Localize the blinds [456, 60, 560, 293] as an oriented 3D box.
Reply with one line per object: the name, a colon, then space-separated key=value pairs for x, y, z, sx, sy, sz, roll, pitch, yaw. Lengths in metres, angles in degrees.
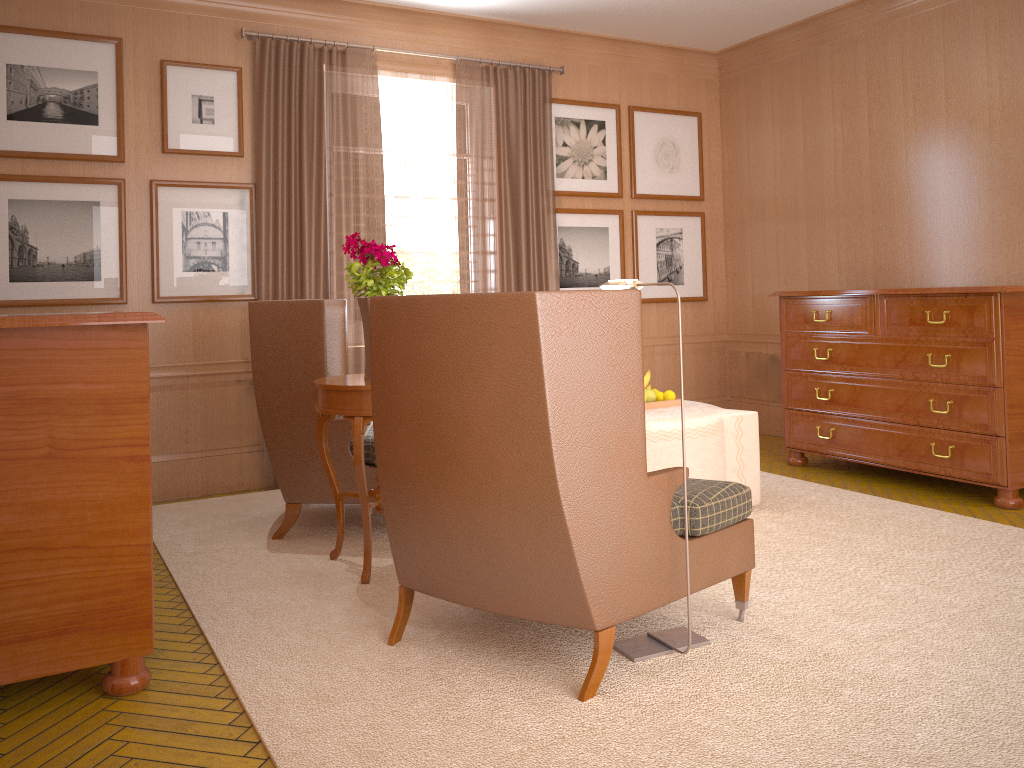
blinds: x=-0.029 y=-1.504 z=10.733 sx=1.449 sy=4.802 sz=0.266 roll=-1 pitch=-1 yaw=-30

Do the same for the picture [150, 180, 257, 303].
picture: x=-3.174 y=-1.474 z=9.124 sx=1.051 sy=1.252 sz=0.047 roll=-2 pitch=-1 yaw=-29

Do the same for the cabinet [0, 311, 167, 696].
cabinet: x=-3.049 y=0.550 z=5.407 sx=1.418 sy=1.945 sz=2.769 roll=-2 pitch=3 yaw=-29

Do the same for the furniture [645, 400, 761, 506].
furniture: x=1.012 y=0.661 z=8.142 sx=1.954 sy=0.901 sz=1.952 roll=-4 pitch=5 yaw=-32

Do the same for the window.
window: x=-1.309 y=-2.125 z=10.655 sx=2.437 sy=3.387 sz=0.844 roll=-2 pitch=0 yaw=-29

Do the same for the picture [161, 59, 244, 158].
picture: x=-3.212 y=-2.854 z=9.154 sx=0.806 sy=0.960 sz=0.047 roll=-2 pitch=-1 yaw=-29

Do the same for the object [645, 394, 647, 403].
object: x=1.143 y=0.138 z=7.985 sx=0.156 sy=0.135 sz=0.159 roll=-3 pitch=3 yaw=-25

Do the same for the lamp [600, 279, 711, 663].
lamp: x=0.730 y=0.426 z=4.935 sx=0.628 sy=2.036 sz=0.564 roll=-2 pitch=-1 yaw=32

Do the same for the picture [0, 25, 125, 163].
picture: x=-4.423 y=-2.784 z=8.487 sx=1.252 sy=1.252 sz=0.047 roll=-3 pitch=-1 yaw=-29

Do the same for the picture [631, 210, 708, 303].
picture: x=2.175 y=-1.744 z=12.073 sx=1.252 sy=1.252 sz=0.047 roll=-3 pitch=-1 yaw=-29

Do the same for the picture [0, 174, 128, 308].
picture: x=-4.383 y=-1.374 z=8.455 sx=1.252 sy=1.252 sz=0.047 roll=-3 pitch=-1 yaw=-29

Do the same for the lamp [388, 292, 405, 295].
lamp: x=-1.226 y=0.096 z=8.810 sx=0.628 sy=2.031 sz=0.563 roll=-2 pitch=-1 yaw=23

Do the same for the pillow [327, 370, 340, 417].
pillow: x=-1.878 y=0.064 z=7.956 sx=0.538 sy=0.707 sz=1.077 roll=-2 pitch=4 yaw=-4

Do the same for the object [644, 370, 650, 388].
object: x=1.231 y=-0.031 z=8.357 sx=0.070 sy=0.169 sz=0.405 roll=-2 pitch=4 yaw=38

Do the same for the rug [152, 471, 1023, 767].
rug: x=0.882 y=1.289 z=6.519 sx=6.008 sy=0.020 sz=7.968 roll=-5 pitch=6 yaw=-29

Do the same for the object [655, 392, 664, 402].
object: x=1.381 y=0.126 z=8.224 sx=0.111 sy=0.111 sz=0.134 roll=-3 pitch=3 yaw=-26

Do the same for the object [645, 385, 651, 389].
object: x=1.242 y=0.048 z=8.345 sx=0.072 sy=0.173 sz=0.398 roll=-2 pitch=4 yaw=37

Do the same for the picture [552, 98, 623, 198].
picture: x=0.905 y=-3.052 z=11.425 sx=1.252 sy=1.252 sz=0.047 roll=-3 pitch=-1 yaw=-29

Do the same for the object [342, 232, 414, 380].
object: x=-0.984 y=-0.586 z=6.526 sx=0.525 sy=1.092 sz=0.455 roll=-2 pitch=0 yaw=-30

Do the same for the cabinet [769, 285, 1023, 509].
cabinet: x=4.198 y=-0.014 z=9.031 sx=1.418 sy=1.945 sz=2.769 roll=-2 pitch=3 yaw=-29

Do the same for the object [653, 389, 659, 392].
object: x=1.352 y=0.111 z=8.377 sx=0.114 sy=0.134 sz=0.108 roll=-1 pitch=2 yaw=18

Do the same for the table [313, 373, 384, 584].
table: x=-0.975 y=0.647 z=6.512 sx=0.926 sy=1.375 sz=1.038 roll=-2 pitch=1 yaw=-21

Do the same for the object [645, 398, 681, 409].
object: x=1.069 y=0.174 z=8.194 sx=0.802 sy=0.060 sz=0.640 roll=-5 pitch=6 yaw=-29

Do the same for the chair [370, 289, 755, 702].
chair: x=0.158 y=0.452 z=5.122 sx=1.907 sy=1.978 sz=1.725 roll=0 pitch=2 yaw=36

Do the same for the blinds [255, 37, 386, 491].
blinds: x=-2.062 y=-1.330 z=9.607 sx=1.430 sy=4.812 sz=0.265 roll=-1 pitch=-1 yaw=-28

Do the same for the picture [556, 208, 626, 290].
picture: x=0.945 y=-1.642 z=11.393 sx=1.252 sy=1.252 sz=0.047 roll=-3 pitch=-1 yaw=-29

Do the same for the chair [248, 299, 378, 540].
chair: x=-1.437 y=0.211 z=7.979 sx=1.720 sy=1.977 sz=1.914 roll=-2 pitch=2 yaw=-4

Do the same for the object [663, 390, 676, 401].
object: x=1.460 y=0.123 z=8.170 sx=0.114 sy=0.134 sz=0.108 roll=-1 pitch=2 yaw=18

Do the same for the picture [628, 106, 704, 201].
picture: x=2.136 y=-3.154 z=12.104 sx=1.252 sy=1.252 sz=0.047 roll=-3 pitch=-1 yaw=-29

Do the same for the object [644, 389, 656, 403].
object: x=1.245 y=0.118 z=8.112 sx=0.169 sy=0.147 sz=0.173 roll=-1 pitch=3 yaw=17
